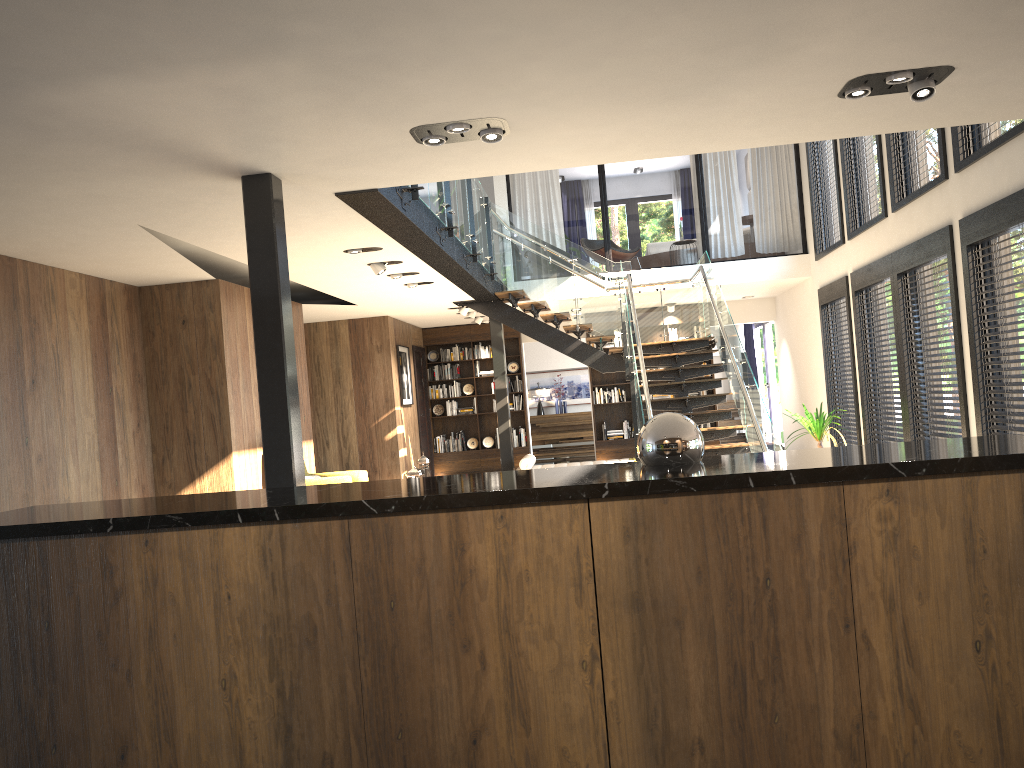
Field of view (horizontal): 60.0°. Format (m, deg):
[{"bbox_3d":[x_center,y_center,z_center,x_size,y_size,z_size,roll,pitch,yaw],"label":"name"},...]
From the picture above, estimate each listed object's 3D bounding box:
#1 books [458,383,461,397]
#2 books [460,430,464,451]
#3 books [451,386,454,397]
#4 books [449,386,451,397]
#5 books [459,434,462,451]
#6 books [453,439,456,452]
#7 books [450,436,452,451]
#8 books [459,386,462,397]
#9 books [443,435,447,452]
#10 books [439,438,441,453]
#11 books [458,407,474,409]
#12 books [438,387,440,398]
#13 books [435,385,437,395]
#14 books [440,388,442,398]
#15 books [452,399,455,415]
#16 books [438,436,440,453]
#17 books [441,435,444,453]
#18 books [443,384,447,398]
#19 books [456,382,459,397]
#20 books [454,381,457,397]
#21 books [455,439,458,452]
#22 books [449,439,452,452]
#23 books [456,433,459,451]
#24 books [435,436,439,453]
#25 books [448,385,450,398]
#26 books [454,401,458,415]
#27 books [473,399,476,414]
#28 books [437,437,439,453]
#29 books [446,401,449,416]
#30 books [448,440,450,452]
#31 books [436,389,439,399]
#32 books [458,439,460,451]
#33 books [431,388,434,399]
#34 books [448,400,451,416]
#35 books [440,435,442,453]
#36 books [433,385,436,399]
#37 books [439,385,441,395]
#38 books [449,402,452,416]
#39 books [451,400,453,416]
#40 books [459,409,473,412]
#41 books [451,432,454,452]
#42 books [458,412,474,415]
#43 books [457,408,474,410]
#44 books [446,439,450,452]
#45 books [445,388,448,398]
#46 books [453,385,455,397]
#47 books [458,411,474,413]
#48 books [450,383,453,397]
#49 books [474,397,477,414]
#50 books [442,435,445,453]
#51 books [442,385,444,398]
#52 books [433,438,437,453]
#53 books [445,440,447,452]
[{"bbox_3d":[-0.915,0.101,15.507,0.023,0.244,0.133,-5,-1,6],"label":"books"},{"bbox_3d":[-0.866,0.991,15.457,0.019,0.356,0.235,-5,-1,6],"label":"books"},{"bbox_3d":[-1.024,0.135,15.494,0.025,0.193,0.172,-5,-1,6],"label":"books"},{"bbox_3d":[-1.066,0.132,15.483,0.016,0.205,0.204,-5,-1,6],"label":"books"},{"bbox_3d":[-0.884,1.019,15.482,0.027,0.304,0.204,-5,-1,6],"label":"books"},{"bbox_3d":[-0.993,1.069,15.513,0.034,0.223,0.209,-5,-1,6],"label":"books"},{"bbox_3d":[-1.039,1.043,15.497,0.017,0.282,0.232,-5,-1,6],"label":"books"},{"bbox_3d":[-0.895,0.131,15.495,0.015,0.181,0.136,-5,-1,6],"label":"books"},{"bbox_3d":[-1.166,1.043,15.531,0.020,0.304,0.189,-5,-1,6],"label":"books"},{"bbox_3d":[-1.237,1.066,15.512,0.022,0.269,0.216,-5,-1,6],"label":"books"},{"bbox_3d":[-0.811,0.423,15.467,0.292,0.013,0.187,-5,-1,8],"label":"books"},{"bbox_3d":[-1.271,0.149,15.560,0.018,0.208,0.126,-5,-1,6],"label":"books"},{"bbox_3d":[-1.327,0.142,15.564,0.018,0.232,0.123,-5,-1,6],"label":"books"},{"bbox_3d":[-1.228,0.159,15.520,0.035,0.180,0.165,-5,-1,6],"label":"books"},{"bbox_3d":[-1.007,0.409,15.496,0.032,0.279,0.133,-5,-1,6],"label":"books"},{"bbox_3d":[-1.260,1.062,15.546,0.030,0.282,0.170,-5,-1,6],"label":"books"},{"bbox_3d":[-1.204,1.044,15.508,0.015,0.306,0.222,-5,-1,6],"label":"books"},{"bbox_3d":[-1.165,0.125,15.508,0.026,0.237,0.164,-5,-1,6],"label":"books"},{"bbox_3d":[-0.940,0.095,15.488,0.021,0.260,0.197,-5,-1,6],"label":"books"},{"bbox_3d":[-0.979,0.086,15.489,0.018,0.284,0.198,-5,-1,6],"label":"books"},{"bbox_3d":[-0.959,1.066,15.509,0.036,0.222,0.173,-5,-1,6],"label":"books"},{"bbox_3d":[-1.057,1.075,15.510,0.026,0.222,0.209,-5,-1,6],"label":"books"},{"bbox_3d":[-0.939,1.014,15.487,0.016,0.322,0.218,-5,-1,6],"label":"books"},{"bbox_3d":[-1.303,1.063,15.565,0.032,0.288,0.180,-5,-1,6],"label":"books"},{"bbox_3d":[-1.097,0.130,15.521,0.053,0.216,0.151,-5,-1,6],"label":"books"},{"bbox_3d":[-0.973,0.420,15.511,0.030,0.253,0.138,-5,-1,6],"label":"books"},{"bbox_3d":[-0.646,0.388,15.468,0.032,0.261,0.157,-5,-1,6],"label":"books"},{"bbox_3d":[-1.283,1.063,15.531,0.014,0.282,0.232,-5,-1,6],"label":"books"},{"bbox_3d":[-1.111,0.428,15.485,0.026,0.257,0.192,-5,-1,6],"label":"books"},{"bbox_3d":[-1.083,1.085,15.523,0.029,0.206,0.166,-5,-1,6],"label":"books"},{"bbox_3d":[-1.299,0.170,15.541,0.037,0.169,0.148,-5,-1,6],"label":"books"},{"bbox_3d":[-0.908,1.069,15.504,0.033,0.208,0.192,-5,-1,6],"label":"books"},{"bbox_3d":[-1.380,0.166,15.551,0.045,0.192,0.164,-5,-1,6],"label":"books"},{"bbox_3d":[-1.088,0.418,15.493,0.018,0.275,0.144,-5,-1,6],"label":"books"},{"bbox_3d":[-1.219,1.047,15.515,0.016,0.304,0.217,-5,-1,6],"label":"books"},{"bbox_3d":[-1.352,0.141,15.519,0.022,0.235,0.194,-5,-1,6],"label":"books"},{"bbox_3d":[-1.254,0.134,15.551,0.019,0.236,0.139,-5,-1,6],"label":"books"},{"bbox_3d":[-1.060,0.431,15.516,0.032,0.245,0.120,-5,-1,6],"label":"books"},{"bbox_3d":[-1.033,0.419,15.507,0.024,0.265,0.148,-5,-1,6],"label":"books"},{"bbox_3d":[-0.806,0.463,15.486,0.244,0.033,0.142,-5,-1,2],"label":"books"},{"bbox_3d":[-1.027,1.012,15.478,0.016,0.341,0.217,-5,-1,6],"label":"books"},{"bbox_3d":[-0.802,0.516,15.484,0.262,0.032,0.154,-5,-1,8],"label":"books"},{"bbox_3d":[-0.810,0.438,15.475,0.293,0.016,0.174,-5,-1,4],"label":"books"},{"bbox_3d":[-1.111,1.081,15.499,0.021,0.217,0.220,-5,-1,6],"label":"books"},{"bbox_3d":[-1.135,0.158,15.517,0.026,0.167,0.173,-5,-1,6],"label":"books"},{"bbox_3d":[-0.996,0.123,15.515,0.027,0.214,0.159,-5,-1,6],"label":"books"},{"bbox_3d":[-0.804,0.490,15.486,0.266,0.021,0.152,-5,-1,4],"label":"books"},{"bbox_3d":[-1.047,0.112,15.508,0.020,0.243,0.154,-5,-1,6],"label":"books"},{"bbox_3d":[-0.625,0.374,15.441,0.018,0.286,0.157,-5,-1,6],"label":"books"},{"bbox_3d":[-1.184,1.046,15.539,0.018,0.301,0.195,-5,-1,6],"label":"books"},{"bbox_3d":[-1.193,0.129,15.531,0.036,0.235,0.169,-5,-1,6],"label":"books"},{"bbox_3d":[-1.334,1.078,15.561,0.032,0.261,0.194,-5,-1,6],"label":"books"},{"bbox_3d":[-1.133,1.087,15.549,0.035,0.212,0.159,-5,-1,6],"label":"books"}]
